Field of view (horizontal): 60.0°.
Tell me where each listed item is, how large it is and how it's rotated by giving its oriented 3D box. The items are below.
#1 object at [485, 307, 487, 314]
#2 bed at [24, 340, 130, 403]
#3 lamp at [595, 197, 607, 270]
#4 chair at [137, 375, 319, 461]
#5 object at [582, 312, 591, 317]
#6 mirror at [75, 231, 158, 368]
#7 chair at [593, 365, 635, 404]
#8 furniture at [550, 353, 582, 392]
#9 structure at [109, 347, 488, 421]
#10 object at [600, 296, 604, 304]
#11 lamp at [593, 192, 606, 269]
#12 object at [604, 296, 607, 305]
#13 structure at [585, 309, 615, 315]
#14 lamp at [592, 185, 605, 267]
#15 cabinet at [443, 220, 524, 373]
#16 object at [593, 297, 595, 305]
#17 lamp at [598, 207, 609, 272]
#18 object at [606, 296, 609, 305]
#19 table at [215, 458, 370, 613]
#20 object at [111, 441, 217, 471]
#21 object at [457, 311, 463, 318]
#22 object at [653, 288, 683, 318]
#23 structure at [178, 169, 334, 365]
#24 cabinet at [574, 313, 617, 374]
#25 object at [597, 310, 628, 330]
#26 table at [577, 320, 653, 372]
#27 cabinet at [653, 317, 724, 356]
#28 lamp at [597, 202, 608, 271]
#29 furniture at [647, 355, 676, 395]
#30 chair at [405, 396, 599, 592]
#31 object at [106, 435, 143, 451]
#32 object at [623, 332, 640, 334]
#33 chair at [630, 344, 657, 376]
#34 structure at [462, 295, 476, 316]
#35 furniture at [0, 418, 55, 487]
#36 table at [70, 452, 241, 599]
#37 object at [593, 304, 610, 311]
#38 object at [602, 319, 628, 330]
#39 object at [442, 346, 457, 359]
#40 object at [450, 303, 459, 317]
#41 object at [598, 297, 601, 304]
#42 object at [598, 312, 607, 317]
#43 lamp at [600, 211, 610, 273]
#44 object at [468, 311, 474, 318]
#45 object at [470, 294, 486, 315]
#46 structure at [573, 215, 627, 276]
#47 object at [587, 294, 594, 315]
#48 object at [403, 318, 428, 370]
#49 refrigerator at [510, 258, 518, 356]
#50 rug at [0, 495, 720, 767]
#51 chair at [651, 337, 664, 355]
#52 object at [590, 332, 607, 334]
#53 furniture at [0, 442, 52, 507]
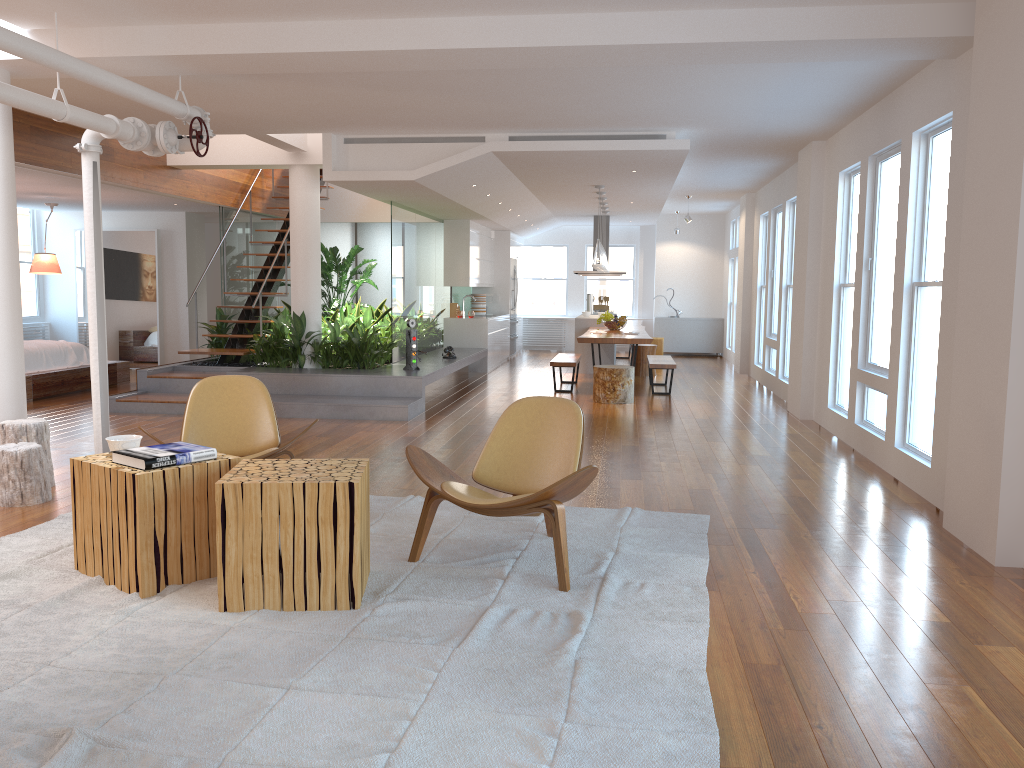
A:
[{"bbox_3d":[-0.560,-1.311,15.469,0.284,0.196,0.265,-5,8,-40],"label":"object"},{"bbox_3d":[-6.225,-0.217,10.505,2.314,0.595,2.207,1,6,7],"label":"bed"},{"bbox_3d":[1.250,-2.123,12.335,0.160,1.060,0.160,5,8,34],"label":"lamp"},{"bbox_3d":[-1.515,0.367,4.974,0.856,0.752,0.867,2,6,12],"label":"chair"},{"bbox_3d":[1.157,-1.079,13.771,0.152,0.082,0.152,-5,9,-43],"label":"object"},{"bbox_3d":[-5.929,-1.264,13.307,1.267,2.044,0.049,1,6,7],"label":"mirror"},{"bbox_3d":[1.152,0.001,10.052,0.460,0.400,0.460,2,7,17],"label":"chair"},{"bbox_3d":[0.706,-0.146,11.450,0.316,0.389,1.433,1,6,7],"label":"furniture"},{"bbox_3d":[-2.165,-0.154,11.386,3.088,0.386,5.584,1,6,7],"label":"structure"},{"bbox_3d":[1.622,-1.438,16.016,0.057,0.299,0.019,1,6,7],"label":"object"},{"bbox_3d":[1.158,-2.046,11.621,0.160,1.060,0.160,5,8,34],"label":"lamp"},{"bbox_3d":[1.685,-1.436,16.011,0.068,0.298,0.039,1,6,7],"label":"object"},{"bbox_3d":[1.544,-1.270,15.602,0.520,0.073,0.650,1,6,7],"label":"structure"},{"bbox_3d":[1.067,-1.970,10.908,0.160,1.060,0.160,5,8,34],"label":"lamp"},{"bbox_3d":[-0.402,-1.536,15.490,0.676,2.280,4.565,1,6,7],"label":"cabinet"},{"bbox_3d":[1.472,-1.444,16.055,0.055,0.299,0.027,1,6,7],"label":"object"},{"bbox_3d":[1.433,-2.277,13.761,0.160,1.060,0.160,5,8,34],"label":"lamp"},{"bbox_3d":[1.724,-1.437,16.024,0.057,0.294,0.030,1,6,7],"label":"object"},{"bbox_3d":[-0.891,0.622,3.702,0.548,0.534,0.489,0,6,-4],"label":"table"},{"bbox_3d":[-1.501,0.309,3.831,0.279,0.048,0.334,5,8,38],"label":"object"},{"bbox_3d":[-0.794,-1.066,13.542,0.094,0.106,0.094,2,6,13],"label":"object"},{"bbox_3d":[3.025,-1.565,17.092,0.590,0.563,0.210,-2,7,-21],"label":"object"},{"bbox_3d":[-2.271,-2.303,11.840,2.552,4.265,4.591,1,6,7],"label":"structure"},{"bbox_3d":[1.422,-0.724,14.744,0.597,0.832,2.936,1,6,7],"label":"cabinet"},{"bbox_3d":[1.403,-0.882,12.298,0.394,0.284,0.292,-3,7,-29],"label":"object"},{"bbox_3d":[1.577,-0.504,13.332,0.893,0.704,5.996,1,6,7],"label":"table"},{"bbox_3d":[3.406,-0.920,17.157,1.309,0.725,0.420,1,6,7],"label":"cabinet"},{"bbox_3d":[1.341,-2.200,13.048,0.160,1.060,0.160,5,8,34],"label":"lamp"},{"bbox_3d":[1.890,-0.119,11.301,0.316,0.389,1.433,1,6,7],"label":"furniture"},{"bbox_3d":[0.032,0.482,4.060,0.867,0.752,0.856,-3,7,-32],"label":"chair"},{"bbox_3d":[-1.722,0.279,3.941,0.152,0.082,0.152,-3,7,-32],"label":"object"},{"bbox_3d":[1.519,-0.641,11.258,0.222,0.020,0.222,0,6,-1],"label":"object"},{"bbox_3d":[1.952,-0.352,13.171,0.396,0.455,0.402,0,6,-3],"label":"chair"},{"bbox_3d":[-0.702,-1.199,14.546,0.248,0.536,0.115,1,6,7],"label":"structure"},{"bbox_3d":[-3.047,0.440,5.574,0.290,0.418,0.298,-3,7,-30],"label":"furniture"},{"bbox_3d":[-1.571,0.590,3.935,0.548,0.534,0.489,5,8,37],"label":"table"},{"bbox_3d":[1.588,-1.361,16.039,0.353,0.157,0.084,1,6,7],"label":"object"},{"bbox_3d":[1.426,-0.818,12.288,0.360,0.159,0.360,-3,7,-29],"label":"object"},{"bbox_3d":[-0.817,-0.409,11.364,0.216,0.155,0.181,-3,7,-28],"label":"object"},{"bbox_3d":[-0.899,-1.152,13.821,0.104,0.222,0.200,1,6,7],"label":"object"},{"bbox_3d":[1.590,-1.441,16.040,0.061,0.299,0.040,1,6,5],"label":"object"},{"bbox_3d":[1.388,-1.060,13.618,0.152,0.082,0.152,-3,7,-32],"label":"object"},{"bbox_3d":[1.524,-2.354,14.474,0.160,1.060,0.160,5,8,34],"label":"lamp"},{"bbox_3d":[-0.619,-1.057,13.474,0.094,0.106,0.094,2,6,13],"label":"object"},{"bbox_3d":[-0.574,-1.352,15.075,0.267,0.356,0.266,5,7,33],"label":"object"},{"bbox_3d":[1.557,-2.590,15.431,0.909,1.405,0.900,1,6,7],"label":"structure"},{"bbox_3d":[1.346,-1.366,15.153,0.172,0.356,0.120,-4,8,-34],"label":"object"},{"bbox_3d":[-1.047,-0.428,9.652,0.318,0.565,0.134,6,9,43],"label":"object"},{"bbox_3d":[-0.256,-1.400,16.239,0.725,1.772,0.908,1,6,7],"label":"refrigerator"},{"bbox_3d":[-0.947,0.846,3.709,3.525,0.057,3.478,2,6,11],"label":"rug"},{"bbox_3d":[2.436,-0.576,15.330,0.344,0.430,0.549,2,6,11],"label":"chair"},{"bbox_3d":[1.106,-0.656,11.358,0.222,0.020,0.222,-5,8,-42],"label":"object"},{"bbox_3d":[-2.874,0.525,5.202,0.294,0.333,0.292,-2,7,-22],"label":"furniture"}]
